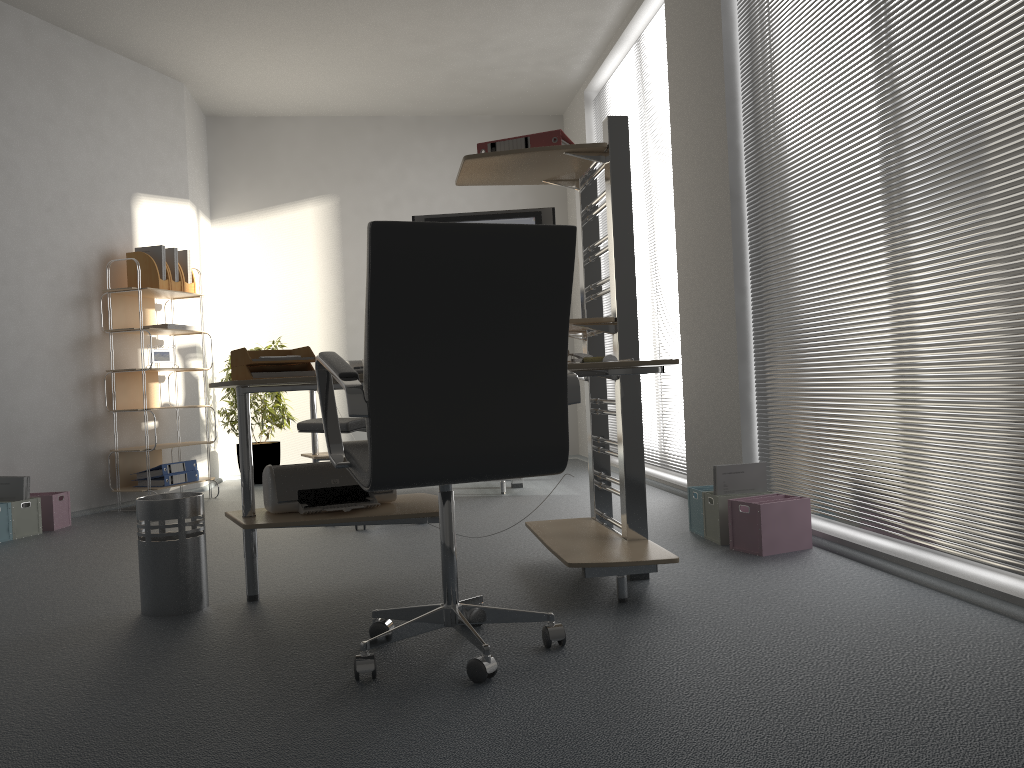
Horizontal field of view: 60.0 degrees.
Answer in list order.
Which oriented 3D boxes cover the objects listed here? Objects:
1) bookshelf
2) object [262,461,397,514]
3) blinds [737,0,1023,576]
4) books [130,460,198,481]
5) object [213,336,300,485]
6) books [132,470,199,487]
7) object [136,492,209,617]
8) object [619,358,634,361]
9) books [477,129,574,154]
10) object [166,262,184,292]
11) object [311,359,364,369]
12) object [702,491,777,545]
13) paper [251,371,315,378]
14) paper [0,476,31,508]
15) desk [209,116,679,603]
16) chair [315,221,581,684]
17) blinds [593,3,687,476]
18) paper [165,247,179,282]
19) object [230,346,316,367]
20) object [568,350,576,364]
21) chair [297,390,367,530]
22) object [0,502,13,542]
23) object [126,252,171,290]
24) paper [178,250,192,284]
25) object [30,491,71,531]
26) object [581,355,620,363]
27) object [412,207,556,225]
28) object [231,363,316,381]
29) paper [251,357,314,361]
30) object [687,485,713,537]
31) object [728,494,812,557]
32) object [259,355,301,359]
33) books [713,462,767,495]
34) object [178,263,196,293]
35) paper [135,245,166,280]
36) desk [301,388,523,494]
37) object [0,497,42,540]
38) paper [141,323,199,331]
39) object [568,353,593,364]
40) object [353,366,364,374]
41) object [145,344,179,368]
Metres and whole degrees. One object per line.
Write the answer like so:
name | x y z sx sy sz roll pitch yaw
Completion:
bookshelf | -2.286 0.005 5.781 0.381 1.572 0.724 -3 0 19
object | -0.610 0.347 3.047 0.438 0.162 0.351 -3 0 -24
blinds | 1.240 -0.854 3.173 0.022 2.770 1.950 -3 0 -8
books | -2.260 0.558 5.768 0.263 0.100 0.320 -3 0 20
object | -1.953 0.204 6.886 0.544 1.147 0.644 -3 0 21
books | -2.249 0.613 5.765 0.262 0.072 0.320 -3 0 20
object | -1.108 0.554 2.898 0.208 0.377 0.208 -3 0 36
object | 0.363 -0.075 2.862 0.011 0.011 0.158 -3 0 -11
books | 0.075 -0.835 3.221 0.320 0.072 0.262 -3 0 24
object | -2.304 -0.722 5.835 0.243 0.259 0.113 -3 0 20
object | -1.187 -0.080 5.888 0.438 0.162 0.351 -3 0 -16
object | 0.931 0.545 3.627 0.245 0.202 0.185 -3 0 -8
paper | -0.838 -0.029 3.118 0.210 0.019 0.297 -3 0 -29
paper | -2.654 0.643 4.700 0.220 0.306 0.068 -3 0 19
desk | -0.307 -0.086 2.947 1.469 1.566 0.967 -3 0 -8
chair | -0.170 0.167 2.271 0.584 1.048 0.652 -3 0 -22
blinds | 0.846 -0.840 5.947 0.037 2.749 1.950 -3 0 -8
paper | -2.300 -0.742 5.855 0.213 0.297 0.045 -3 0 20
object | -0.842 -0.098 3.119 0.225 0.060 0.309 -3 0 -29
object | 0.152 -0.091 3.104 0.159 0.064 0.054 -3 0 -41
chair | -0.703 0.189 4.596 0.652 1.048 0.584 -3 0 -42
object | -2.715 0.717 4.510 0.245 0.202 0.185 -3 0 19
object | -2.343 -0.720 5.717 0.243 0.259 0.113 -3 0 17
paper | -2.252 -0.745 5.970 0.213 0.297 0.045 -3 0 22
object | -2.610 0.711 4.908 0.245 0.202 0.185 -3 0 1
object | 0.281 -0.079 2.848 0.132 0.026 0.132 -3 0 -8
object | -0.080 -0.416 3.275 0.516 0.418 0.245 -3 0 14
object | -0.840 -0.042 3.119 0.225 0.060 0.309 -3 0 -29
paper | -0.841 -0.081 3.118 0.210 0.010 0.297 -3 0 -29
object | 0.905 0.545 3.810 0.245 0.202 0.185 -3 0 -8
object | 0.989 0.542 3.408 0.245 0.202 0.185 -3 0 -26
object | -0.793 -0.092 3.029 0.159 0.009 0.008 -3 0 -44
books | 0.929 0.474 3.612 0.220 0.306 0.068 -3 0 -8
object | -2.258 -0.725 5.951 0.243 0.259 0.113 -3 0 22
paper | -2.339 -0.740 5.737 0.213 0.297 0.045 -3 0 17
desk | -0.698 -0.072 5.714 1.469 1.566 0.967 -3 0 -8
object | -2.656 0.714 4.686 0.245 0.202 0.185 -3 0 19
paper | -2.259 -0.364 5.866 0.213 0.046 0.297 -3 0 19
object | 0.236 -0.084 3.040 0.022 0.042 0.134 -3 0 34
object | -0.269 -0.027 3.071 0.478 0.082 0.814 -3 0 0
object | -2.277 -0.177 5.765 0.077 0.161 0.192 -3 0 38
